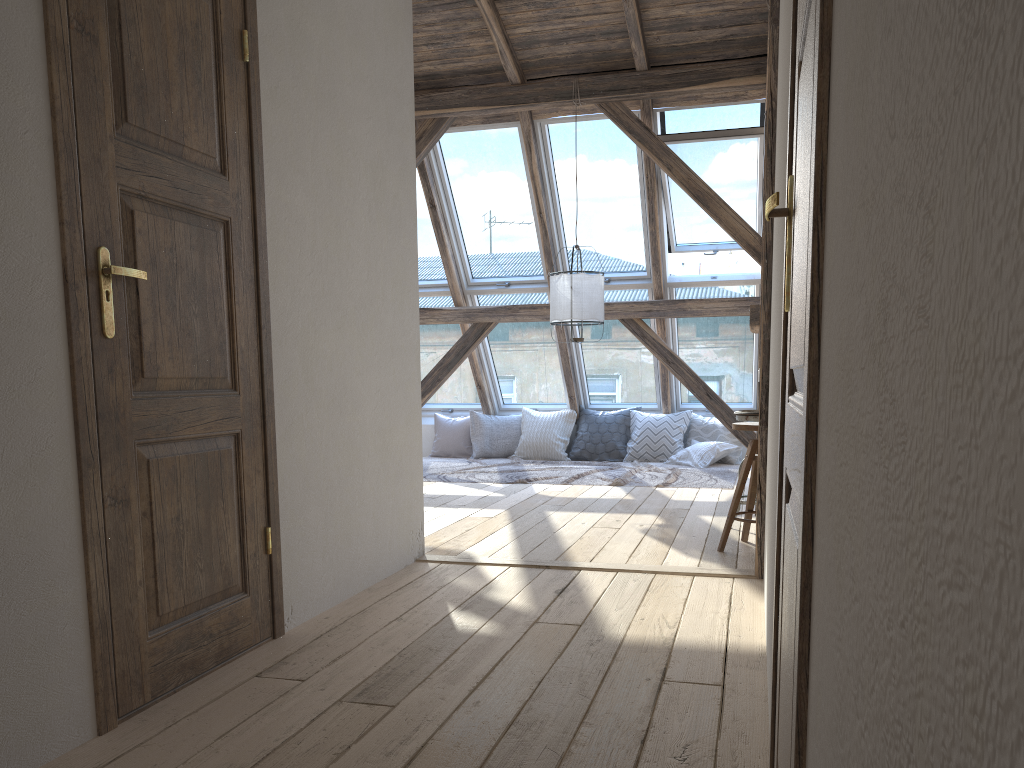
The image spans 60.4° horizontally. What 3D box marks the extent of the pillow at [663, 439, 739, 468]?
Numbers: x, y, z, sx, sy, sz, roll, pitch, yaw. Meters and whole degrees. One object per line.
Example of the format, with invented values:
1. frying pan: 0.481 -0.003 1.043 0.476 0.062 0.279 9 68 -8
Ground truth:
1. pillow: 1.725 0.652 8.112 0.473 0.245 0.533 -2 2 -33

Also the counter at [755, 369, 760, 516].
1. counter: 2.594 0.338 5.158 2.240 0.862 3.779 0 1 15

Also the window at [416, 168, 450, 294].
1. window: -1.054 -1.480 7.769 0.855 1.293 1.084 1 5 15

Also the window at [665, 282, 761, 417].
1. window: 1.883 -0.314 8.149 0.855 1.293 1.084 1 5 15

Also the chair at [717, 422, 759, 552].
1. chair: 1.190 0.483 4.130 0.340 0.603 0.338 4 7 35

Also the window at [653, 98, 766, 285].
1. window: 1.620 -1.502 7.088 0.855 1.292 1.392 1 4 15

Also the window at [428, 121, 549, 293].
1. window: -0.167 -1.487 7.526 0.855 1.293 1.084 1 5 15

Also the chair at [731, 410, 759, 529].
1. chair: 1.363 0.459 4.714 0.351 0.645 0.351 -6 8 -41

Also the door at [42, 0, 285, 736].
1. door: -0.863 -0.222 2.317 0.082 2.098 0.830 2 7 15

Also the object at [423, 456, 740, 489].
1. object: 0.389 0.738 7.866 3.185 0.057 2.169 0 0 16

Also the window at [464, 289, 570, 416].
1. window: 0.109 -0.299 8.635 0.855 1.293 1.084 1 5 15

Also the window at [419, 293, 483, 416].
1. window: -0.778 -0.292 8.877 0.855 1.293 1.084 1 5 15

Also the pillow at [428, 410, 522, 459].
1. pillow: -0.322 0.533 9.055 1.133 0.532 0.430 0 5 8

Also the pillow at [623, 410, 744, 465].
1. pillow: 1.677 0.511 8.435 1.153 0.541 0.496 0 4 20

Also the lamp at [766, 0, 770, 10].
1. lamp: 1.391 -1.407 4.467 0.225 1.305 0.107 2 8 17

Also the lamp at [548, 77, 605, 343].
1. lamp: 0.478 -1.259 6.444 0.398 1.920 0.403 -5 9 -33

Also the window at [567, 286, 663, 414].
1. window: 0.996 -0.307 8.392 0.855 1.293 1.084 1 5 15

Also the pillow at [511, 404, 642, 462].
1. pillow: 0.628 0.490 8.764 1.271 0.571 0.462 0 5 16

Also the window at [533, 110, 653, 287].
1. window: 0.720 -1.494 7.284 0.855 1.293 1.084 1 5 15

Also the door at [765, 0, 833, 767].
1. door: 0.361 -0.226 1.101 0.082 2.098 0.830 2 7 15
